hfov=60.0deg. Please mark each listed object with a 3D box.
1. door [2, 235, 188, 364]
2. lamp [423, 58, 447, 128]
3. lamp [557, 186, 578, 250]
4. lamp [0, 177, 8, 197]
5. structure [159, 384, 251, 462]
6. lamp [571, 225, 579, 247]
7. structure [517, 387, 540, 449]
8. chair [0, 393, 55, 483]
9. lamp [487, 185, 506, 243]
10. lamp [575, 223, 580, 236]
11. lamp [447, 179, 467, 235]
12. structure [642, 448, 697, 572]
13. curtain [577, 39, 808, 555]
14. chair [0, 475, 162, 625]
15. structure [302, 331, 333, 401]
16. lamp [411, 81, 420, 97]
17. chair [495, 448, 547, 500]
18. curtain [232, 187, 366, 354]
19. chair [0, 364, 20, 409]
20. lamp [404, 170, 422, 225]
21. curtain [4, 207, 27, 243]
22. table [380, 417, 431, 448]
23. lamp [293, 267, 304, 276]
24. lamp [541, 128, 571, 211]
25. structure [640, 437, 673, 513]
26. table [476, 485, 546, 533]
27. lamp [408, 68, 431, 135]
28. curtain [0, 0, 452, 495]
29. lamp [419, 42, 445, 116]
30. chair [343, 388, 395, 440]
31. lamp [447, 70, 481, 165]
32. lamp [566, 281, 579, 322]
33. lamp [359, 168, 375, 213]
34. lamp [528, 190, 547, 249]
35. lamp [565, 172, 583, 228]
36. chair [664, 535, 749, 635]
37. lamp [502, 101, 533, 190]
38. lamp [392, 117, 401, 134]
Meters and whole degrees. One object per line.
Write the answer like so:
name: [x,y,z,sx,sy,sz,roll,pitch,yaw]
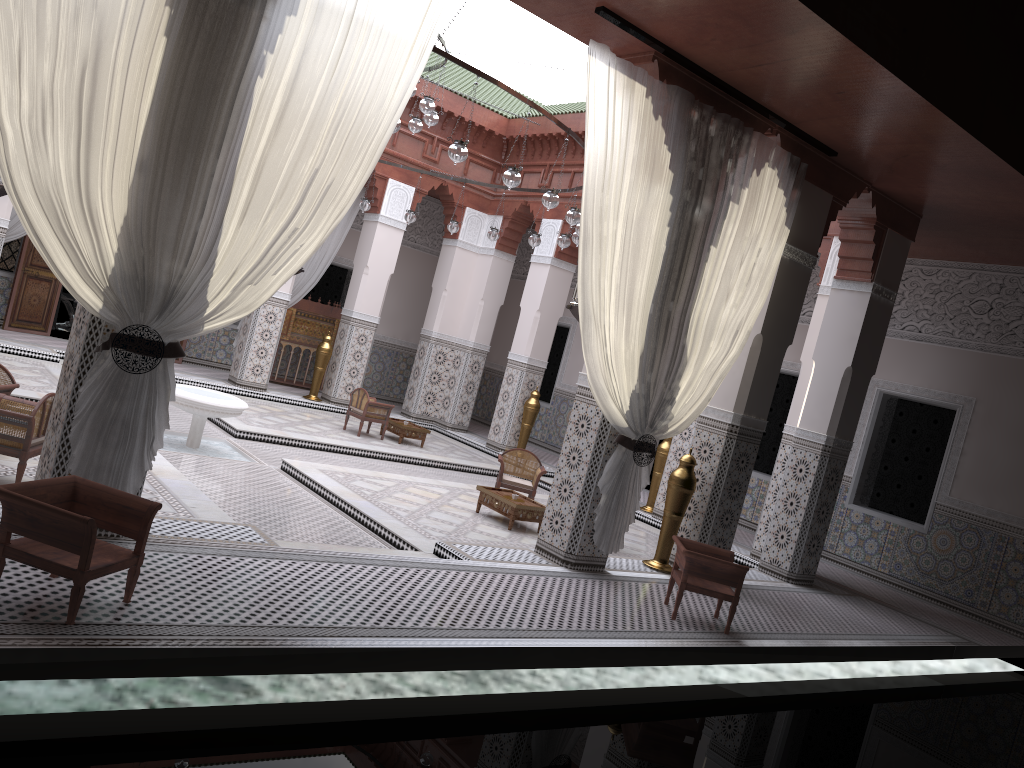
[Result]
door: [-2.967,-1.008,6.622,1.244,1.461,0.419,13,3,-38]
lamp: [-0.371,-1.480,4.498,0.090,0.371,0.091,15,2,7]
lamp: [0.340,-0.942,5.062,0.091,0.371,0.090,16,3,37]
lamp: [-2.956,-1.345,5.175,0.216,0.618,0.217,13,3,-38]
structure: [-1.572,0.194,4.462,0.528,0.310,0.501,13,3,-38]
lamp: [0.404,-0.914,4.761,0.091,0.371,0.090,16,3,37]
structure: [0.122,0.279,6.629,0.156,0.539,0.156,15,2,13]
chair: [-1.577,0.156,2.780,0.208,0.313,0.263,15,2,-7]
lamp: [-0.079,-1.074,5.623,0.091,0.371,0.090,14,2,-13]
lamp: [0.388,-0.906,4.441,0.091,0.371,0.090,14,2,-23]
lamp: [-0.343,-1.149,5.766,0.091,0.371,0.090,14,2,-23]
structure: [0.713,0.539,3.868,0.156,0.539,0.156,14,2,-21]
curtain: [0.577,-0.194,3.387,1.304,1.761,0.137,13,3,-38]
chair: [-0.947,0.357,1.889,0.234,0.252,0.259,15,2,10]
structure: [-1.464,-0.146,6.799,0.156,0.539,0.156,13,2,-32]
lamp: [-0.442,-1.482,4.050,0.090,0.371,0.091,17,3,42]
chair: [0.030,0.508,4.706,0.263,0.313,0.208,15,2,-2]
curtain: [-1.790,-0.939,6.595,1.304,1.761,0.048,13,3,-38]
chair: [-1.886,0.065,3.036,0.263,0.313,0.208,15,2,-2]
lamp: [-0.634,-1.229,5.845,0.091,0.371,0.090,13,3,-38]
curtain: [-3.230,-1.278,5.469,1.304,1.761,0.048,13,3,-38]
table: [-0.759,0.333,6.198,0.229,0.142,0.330,13,3,-38]
lamp: [-1.543,-1.014,6.301,0.216,0.618,0.217,13,3,-38]
lamp: [0.200,-0.933,3.851,0.091,0.371,0.090,14,2,-23]
structure: [0.932,0.534,5.538,0.156,0.539,0.156,15,2,13]
table: [-0.003,0.604,4.289,0.229,0.142,0.330,13,3,-38]
lamp: [-0.479,-1.518,4.769,0.091,0.371,0.090,15,2,2]
curtain: [-0.838,-0.527,2.262,1.303,1.764,0.129,13,3,-38]
lamp: [-0.372,-1.471,4.266,0.090,0.371,0.091,16,2,27]
chair: [-0.970,0.195,6.003,0.208,0.313,0.263,13,3,-42]
lamp: [-0.174,-1.014,3.367,0.091,0.371,0.090,14,2,-23]
lamp: [0.378,-0.446,3.706,0.216,0.552,0.221,13,3,-38]
lamp: [-0.935,-1.308,5.853,0.091,0.371,0.090,13,3,-38]
lamp: [0.180,-0.995,5.361,0.091,0.371,0.090,16,3,37]
lamp: [0.320,-0.912,4.138,0.091,0.371,0.090,14,2,-23]
chair: [0.672,0.712,3.155,0.234,0.252,0.259,15,2,2]
lamp: [0.031,-0.968,3.595,0.091,0.371,0.090,14,2,-23]
lamp: [-0.405,-1.068,3.167,0.091,0.371,0.090,14,2,-23]
